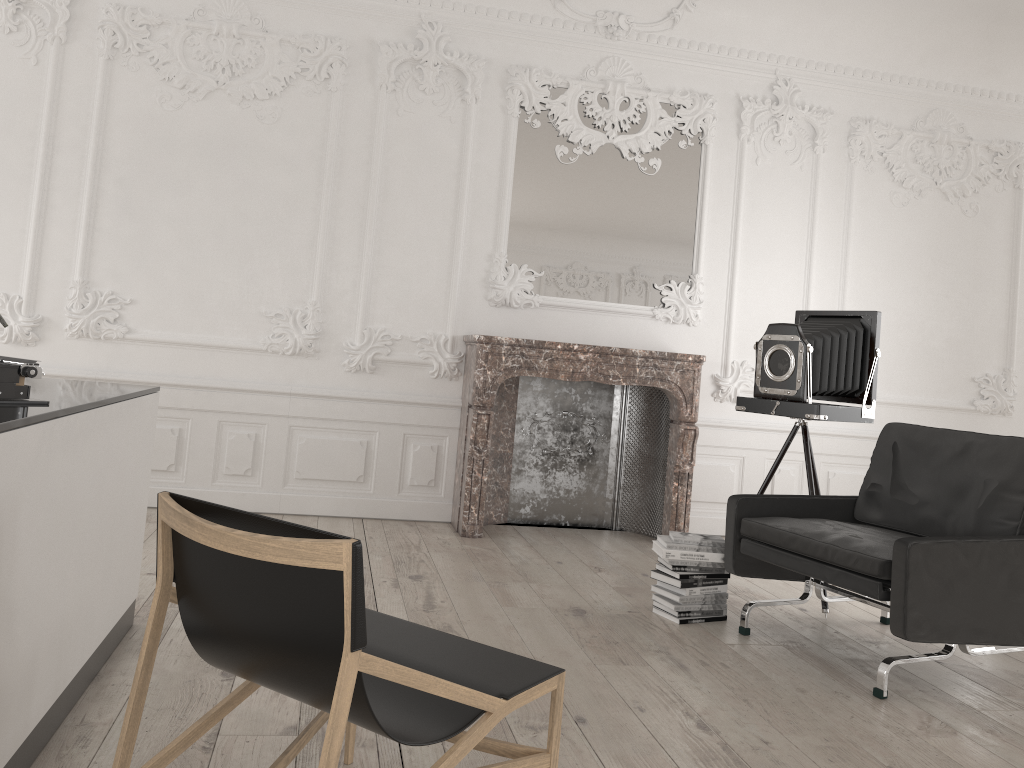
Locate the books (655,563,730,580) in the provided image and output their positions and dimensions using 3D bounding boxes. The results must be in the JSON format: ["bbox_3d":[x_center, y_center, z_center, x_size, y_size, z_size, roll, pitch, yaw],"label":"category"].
[{"bbox_3d":[0.832,0.861,4.076,0.276,0.025,0.199,4,2,-23],"label":"books"}]

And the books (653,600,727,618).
[{"bbox_3d":[0.818,1.030,4.074,0.273,0.025,0.199,4,2,-25],"label":"books"}]

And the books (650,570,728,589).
[{"bbox_3d":[0.817,0.892,4.079,0.299,0.035,0.199,4,2,-34],"label":"books"}]

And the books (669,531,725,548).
[{"bbox_3d":[0.859,0.719,4.097,0.243,0.022,0.172,5,1,3],"label":"books"}]

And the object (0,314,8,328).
[{"bbox_3d":[-1.740,-0.342,2.832,0.294,0.653,0.317,3,-3,32],"label":"object"}]

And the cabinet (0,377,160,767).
[{"bbox_3d":[-2.302,0.409,1.756,2.458,0.884,2.706,5,1,-11],"label":"cabinet"}]

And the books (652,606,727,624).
[{"bbox_3d":[0.816,1.056,4.066,0.276,0.025,0.199,4,2,-28],"label":"books"}]

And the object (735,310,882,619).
[{"bbox_3d":[1.583,0.352,4.698,0.652,1.528,0.712,7,-3,-36],"label":"object"}]

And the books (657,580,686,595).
[{"bbox_3d":[0.832,0.929,4.091,0.251,0.030,0.194,4,2,-32],"label":"books"}]

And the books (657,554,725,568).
[{"bbox_3d":[0.833,0.809,4.088,0.280,0.025,0.198,5,1,-5],"label":"books"}]

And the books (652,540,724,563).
[{"bbox_3d":[0.823,0.774,4.082,0.310,0.041,0.198,5,1,-5],"label":"books"}]

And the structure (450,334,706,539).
[{"bbox_3d":[0.410,0.366,5.851,1.542,1.252,0.658,5,-2,-11],"label":"structure"}]

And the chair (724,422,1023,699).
[{"bbox_3d":[1.636,0.660,3.759,1.083,0.966,0.975,5,-1,-26],"label":"chair"}]

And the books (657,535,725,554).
[{"bbox_3d":[0.834,0.742,4.091,0.289,0.026,0.205,5,1,-3],"label":"books"}]

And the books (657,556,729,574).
[{"bbox_3d":[0.835,0.834,4.085,0.274,0.025,0.199,5,1,-10],"label":"books"}]

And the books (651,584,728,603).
[{"bbox_3d":[0.818,0.959,4.079,0.288,0.026,0.206,4,2,-29],"label":"books"}]

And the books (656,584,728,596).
[{"bbox_3d":[0.832,0.929,4.091,0.258,0.035,0.199,4,2,-32],"label":"books"}]

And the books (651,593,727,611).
[{"bbox_3d":[0.817,1.004,4.077,0.279,0.025,0.199,4,1,-21],"label":"books"}]

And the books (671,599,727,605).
[{"bbox_3d":[0.839,0.982,4.083,0.242,0.022,0.172,4,2,-23],"label":"books"}]

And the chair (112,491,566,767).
[{"bbox_3d":[-0.354,0.634,1.874,0.632,0.773,0.777,4,-1,34],"label":"chair"}]

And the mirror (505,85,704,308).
[{"bbox_3d":[0.652,-1.282,6.141,1.433,1.577,0.009,5,-3,-11],"label":"mirror"}]

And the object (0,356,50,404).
[{"bbox_3d":[-1.408,-0.025,2.214,0.384,0.111,0.315,6,1,34],"label":"object"}]
